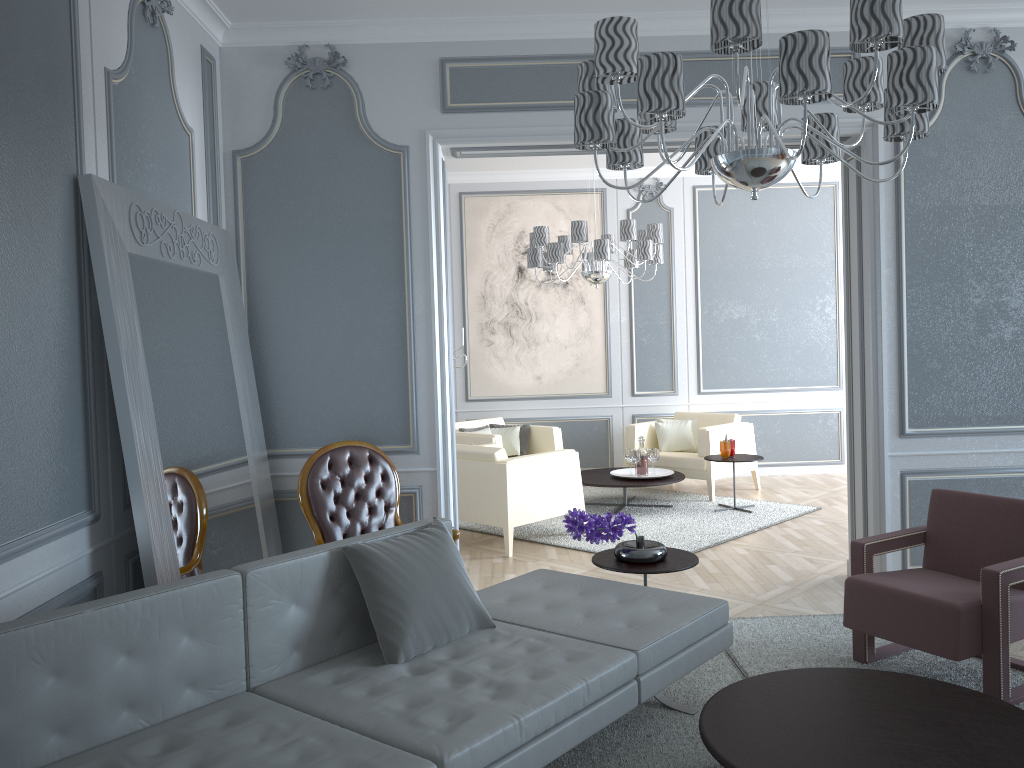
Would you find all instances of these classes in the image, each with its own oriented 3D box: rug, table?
[{"bbox_3d":[0.863,1.110,2.295,2.018,0.010,3.206,-2,3,-1],"label":"rug"},{"bbox_3d":[0.791,0.929,6.296,2.000,0.010,2.001,1,4,44],"label":"rug"},{"bbox_3d":[1.588,0.715,6.333,0.414,0.385,0.414,-4,3,-43],"label":"table"},{"bbox_3d":[0.524,0.870,3.466,0.414,0.385,0.414,-2,2,-13],"label":"table"},{"bbox_3d":[0.927,0.996,2.249,0.882,0.239,0.883,-1,3,17],"label":"table"},{"bbox_3d":[0.841,0.799,6.591,0.882,0.239,0.883,-2,3,-3],"label":"table"}]

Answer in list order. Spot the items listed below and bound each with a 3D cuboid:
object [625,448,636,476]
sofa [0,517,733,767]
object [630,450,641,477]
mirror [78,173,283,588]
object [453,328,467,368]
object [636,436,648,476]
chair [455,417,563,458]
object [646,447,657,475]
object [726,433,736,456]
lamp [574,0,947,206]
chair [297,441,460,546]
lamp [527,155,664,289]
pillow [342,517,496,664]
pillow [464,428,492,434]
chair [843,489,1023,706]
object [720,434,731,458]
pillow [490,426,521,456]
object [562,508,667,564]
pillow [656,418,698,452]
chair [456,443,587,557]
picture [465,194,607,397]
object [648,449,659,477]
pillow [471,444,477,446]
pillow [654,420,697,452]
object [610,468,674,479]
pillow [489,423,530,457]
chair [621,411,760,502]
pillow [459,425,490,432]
[{"bbox_3d":[0.878,0.578,6.565,0.080,0.196,0.080,-2,2,-18],"label":"object"},{"bbox_3d":[-0.270,0.803,2.361,0.810,0.667,2.205,0,3,39],"label":"sofa"},{"bbox_3d":[0.902,0.582,6.470,0.080,0.196,0.080,-2,2,2],"label":"object"},{"bbox_3d":[-1.151,0.233,3.366,0.251,1.791,1.401,-2,2,-1],"label":"mirror"},{"bbox_3d":[-0.669,0.238,7.319,0.446,1.385,0.447,0,2,44],"label":"object"},{"bbox_3d":[0.959,0.530,6.540,0.086,0.290,0.086,-1,2,20],"label":"object"},{"bbox_3d":[-0.099,0.610,7.191,0.737,0.620,0.855,0,3,44],"label":"chair"},{"bbox_3d":[1.038,0.573,6.577,0.080,0.196,0.080,-2,2,-18],"label":"object"},{"bbox_3d":[1.576,0.437,6.405,0.075,0.165,0.075,-3,2,-42],"label":"object"},{"bbox_3d":[0.658,-1.073,2.474,0.976,1.119,0.977,-2,2,-13],"label":"lamp"},{"bbox_3d":[-0.574,0.673,3.796,0.573,0.828,0.575,-3,3,-41],"label":"chair"},{"bbox_3d":[0.596,-1.253,6.442,0.976,1.119,0.977,-2,2,-13],"label":"lamp"},{"bbox_3d":[-0.270,0.617,2.639,0.253,0.354,0.422,0,3,36],"label":"pillow"},{"bbox_3d":[-0.230,0.486,7.099,0.163,0.245,0.312,0,3,33],"label":"pillow"},{"bbox_3d":[1.568,0.735,3.184,0.606,0.620,0.576,-3,2,-31],"label":"chair"},{"bbox_3d":[1.523,0.442,6.336,0.075,0.165,0.075,-2,2,-12],"label":"object"},{"bbox_3d":[-0.084,0.474,7.257,0.312,0.245,0.163,-2,2,3],"label":"pillow"},{"bbox_3d":[0.405,0.574,3.397,0.425,0.221,0.206,-3,3,-31],"label":"object"},{"bbox_3d":[1.380,0.425,7.351,0.351,0.276,0.184,-2,2,5],"label":"pillow"},{"bbox_3d":[-0.076,0.676,5.719,0.855,0.620,0.737,0,3,44],"label":"chair"},{"bbox_3d":[0.210,-0.780,7.811,1.199,1.750,0.001,-2,2,-1],"label":"picture"},{"bbox_3d":[1.041,0.577,6.493,0.080,0.196,0.080,-2,2,-18],"label":"object"},{"bbox_3d":[-0.199,0.547,5.778,0.182,0.285,0.361,-2,2,5],"label":"pillow"},{"bbox_3d":[1.340,0.429,7.273,0.312,0.245,0.163,-2,2,-7],"label":"pillow"},{"bbox_3d":[0.958,0.665,6.533,0.468,0.028,0.468,-1,3,12],"label":"object"},{"bbox_3d":[-0.031,0.470,7.327,0.351,0.276,0.184,-1,2,15],"label":"pillow"},{"bbox_3d":[1.443,0.561,7.213,0.855,0.620,0.737,0,3,44],"label":"chair"},{"bbox_3d":[-0.264,0.484,7.181,0.184,0.276,0.351,0,3,45],"label":"pillow"}]
